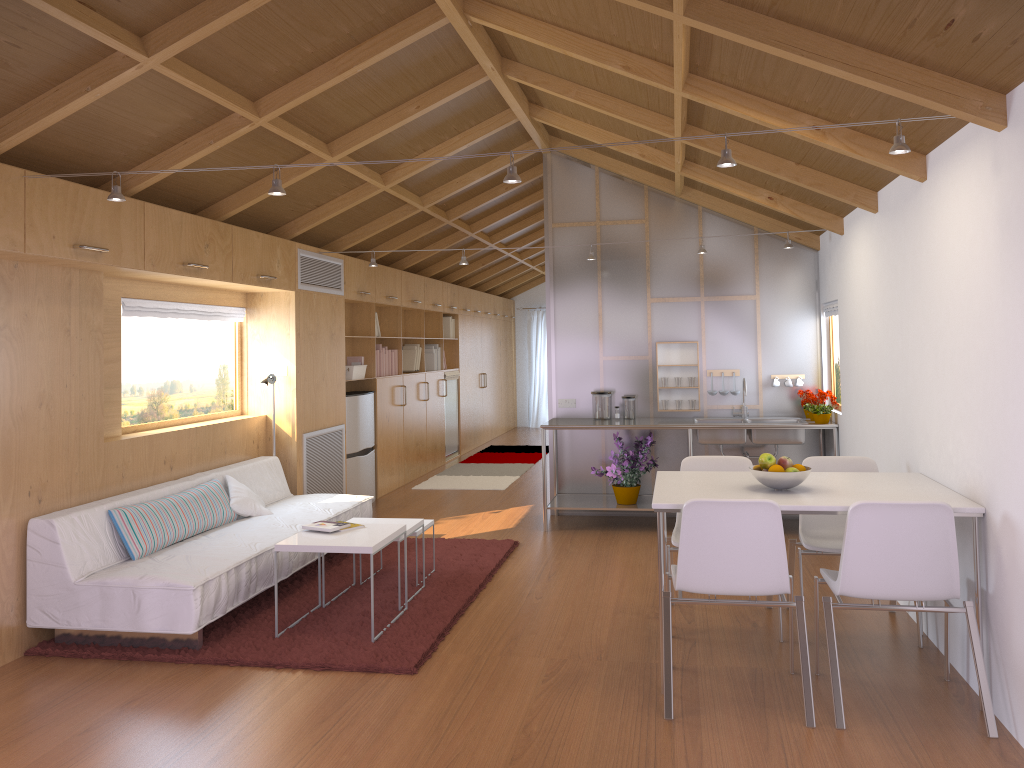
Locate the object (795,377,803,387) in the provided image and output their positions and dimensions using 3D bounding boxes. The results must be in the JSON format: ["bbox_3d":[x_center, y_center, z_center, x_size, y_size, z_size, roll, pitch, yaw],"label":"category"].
[{"bbox_3d":[2.212,-0.018,6.809,0.059,0.080,0.062,-1,0,11],"label":"object"}]

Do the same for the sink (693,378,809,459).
[{"bbox_3d":[1.766,0.277,6.611,0.810,0.642,0.563,-1,0,11],"label":"sink"}]

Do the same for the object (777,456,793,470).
[{"bbox_3d":[1.147,0.337,3.719,0.061,0.067,0.063,-1,0,-41],"label":"object"}]

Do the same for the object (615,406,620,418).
[{"bbox_3d":[0.820,0.221,6.889,0.037,0.093,0.037,-2,-2,26],"label":"object"}]

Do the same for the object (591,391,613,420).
[{"bbox_3d":[0.712,0.168,6.989,0.172,0.216,0.172,-1,0,24],"label":"object"}]

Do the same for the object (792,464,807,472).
[{"bbox_3d":[1.206,0.371,3.723,0.067,0.066,0.067,-1,0,-35],"label":"object"}]

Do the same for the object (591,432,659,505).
[{"bbox_3d":[0.855,0.622,6.628,0.525,0.554,0.351,-1,-1,2],"label":"object"}]

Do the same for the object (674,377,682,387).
[{"bbox_3d":[1.308,-0.013,6.957,0.061,0.077,0.061,-1,0,-15],"label":"object"}]

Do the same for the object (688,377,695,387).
[{"bbox_3d":[1.410,-0.015,6.938,0.061,0.077,0.061,-1,0,-15],"label":"object"}]

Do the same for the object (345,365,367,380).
[{"bbox_3d":[-1.428,-0.102,7.790,0.203,0.123,0.349,-1,2,11],"label":"object"}]

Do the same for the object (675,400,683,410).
[{"bbox_3d":[1.311,0.164,6.951,0.061,0.077,0.061,-1,0,-15],"label":"object"}]

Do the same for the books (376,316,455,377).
[{"bbox_3d":[-1.077,-0.460,9.744,0.189,0.659,3.108,-1,2,11],"label":"books"}]

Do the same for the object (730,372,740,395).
[{"bbox_3d":[1.735,-0.003,6.876,0.074,0.183,0.074,-2,-2,42],"label":"object"}]

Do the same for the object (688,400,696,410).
[{"bbox_3d":[1.413,0.163,6.932,0.061,0.077,0.061,-1,0,-15],"label":"object"}]

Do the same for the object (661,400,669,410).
[{"bbox_3d":[1.209,0.165,6.970,0.061,0.077,0.061,-1,0,23],"label":"object"}]

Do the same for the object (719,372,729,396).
[{"bbox_3d":[1.651,-0.002,6.892,0.074,0.183,0.074,-2,-2,42],"label":"object"}]

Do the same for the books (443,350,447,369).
[{"bbox_3d":[-0.902,-0.321,10.692,0.175,0.297,0.279,-1,0,11],"label":"books"}]

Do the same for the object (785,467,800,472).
[{"bbox_3d":[1.164,0.380,3.668,0.070,0.069,0.077,-1,0,11],"label":"object"}]

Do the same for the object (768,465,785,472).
[{"bbox_3d":[1.096,0.368,3.665,0.068,0.068,0.067,-1,0,-14],"label":"object"}]

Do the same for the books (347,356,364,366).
[{"bbox_3d":[-1.409,-0.150,7.914,0.150,0.193,0.088,-1,-1,11],"label":"books"}]

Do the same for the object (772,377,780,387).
[{"bbox_3d":[2.043,-0.016,6.841,0.059,0.080,0.062,-1,0,11],"label":"object"}]

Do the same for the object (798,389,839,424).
[{"bbox_3d":[2.234,0.158,6.484,0.233,0.235,0.688,-1,2,11],"label":"object"}]

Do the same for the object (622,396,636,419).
[{"bbox_3d":[0.923,0.186,6.969,0.113,0.177,0.113,-2,-1,31],"label":"object"}]

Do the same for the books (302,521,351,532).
[{"bbox_3d":[-0.945,0.723,4.494,0.193,0.016,0.152,0,3,30],"label":"books"}]

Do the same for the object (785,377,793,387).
[{"bbox_3d":[2.134,-0.016,6.818,0.059,0.081,0.062,-1,0,18],"label":"object"}]

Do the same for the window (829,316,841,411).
[{"bbox_3d":[2.381,-0.203,6.411,0.026,0.797,0.723,-2,0,11],"label":"window"}]

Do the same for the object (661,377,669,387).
[{"bbox_3d":[1.206,-0.012,6.976,0.061,0.077,0.061,-1,0,23],"label":"object"}]

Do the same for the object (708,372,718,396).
[{"bbox_3d":[1.566,-0.001,6.907,0.074,0.183,0.074,-2,-2,42],"label":"object"}]

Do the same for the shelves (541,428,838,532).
[{"bbox_3d":[1.310,0.685,6.656,2.091,0.755,0.632,-1,0,11],"label":"shelves"}]

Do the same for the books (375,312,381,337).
[{"bbox_3d":[-1.353,-0.588,8.322,0.175,0.297,0.279,-1,0,11],"label":"books"}]

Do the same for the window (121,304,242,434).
[{"bbox_3d":[-2.150,-0.134,5.783,0.035,0.791,1.496,-2,1,11],"label":"window"}]

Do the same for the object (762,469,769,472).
[{"bbox_3d":[1.095,0.385,3.735,0.080,0.089,0.078,-1,0,-30],"label":"object"}]

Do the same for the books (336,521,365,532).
[{"bbox_3d":[-0.881,0.735,4.552,0.193,0.016,0.152,1,3,40],"label":"books"}]
